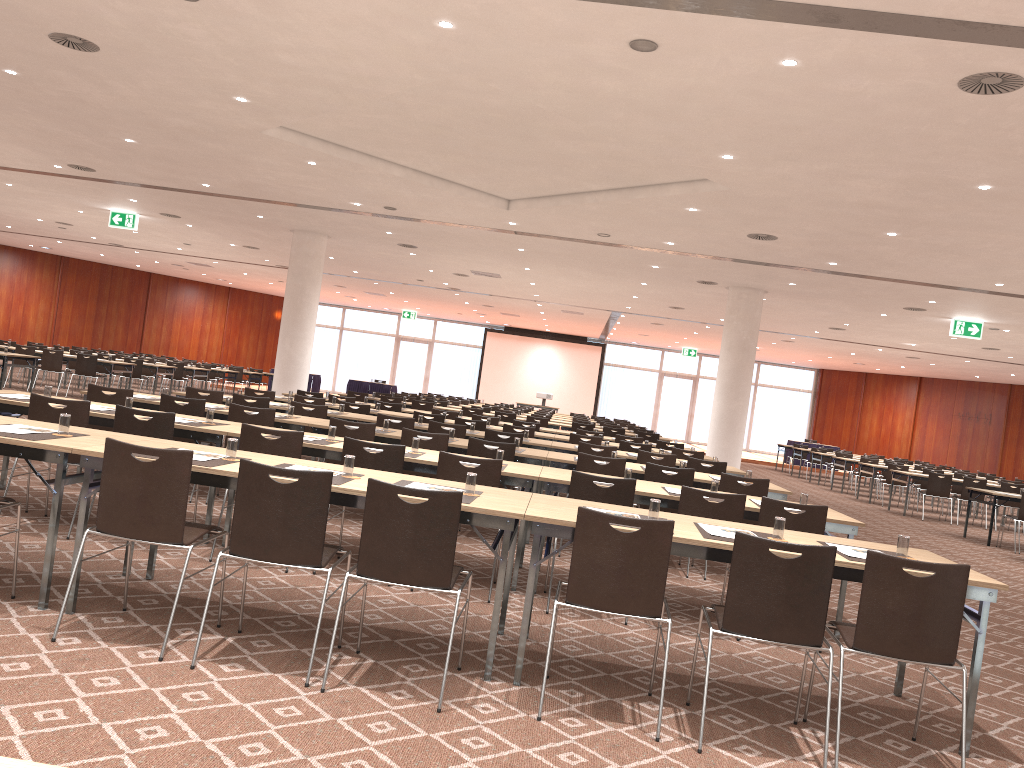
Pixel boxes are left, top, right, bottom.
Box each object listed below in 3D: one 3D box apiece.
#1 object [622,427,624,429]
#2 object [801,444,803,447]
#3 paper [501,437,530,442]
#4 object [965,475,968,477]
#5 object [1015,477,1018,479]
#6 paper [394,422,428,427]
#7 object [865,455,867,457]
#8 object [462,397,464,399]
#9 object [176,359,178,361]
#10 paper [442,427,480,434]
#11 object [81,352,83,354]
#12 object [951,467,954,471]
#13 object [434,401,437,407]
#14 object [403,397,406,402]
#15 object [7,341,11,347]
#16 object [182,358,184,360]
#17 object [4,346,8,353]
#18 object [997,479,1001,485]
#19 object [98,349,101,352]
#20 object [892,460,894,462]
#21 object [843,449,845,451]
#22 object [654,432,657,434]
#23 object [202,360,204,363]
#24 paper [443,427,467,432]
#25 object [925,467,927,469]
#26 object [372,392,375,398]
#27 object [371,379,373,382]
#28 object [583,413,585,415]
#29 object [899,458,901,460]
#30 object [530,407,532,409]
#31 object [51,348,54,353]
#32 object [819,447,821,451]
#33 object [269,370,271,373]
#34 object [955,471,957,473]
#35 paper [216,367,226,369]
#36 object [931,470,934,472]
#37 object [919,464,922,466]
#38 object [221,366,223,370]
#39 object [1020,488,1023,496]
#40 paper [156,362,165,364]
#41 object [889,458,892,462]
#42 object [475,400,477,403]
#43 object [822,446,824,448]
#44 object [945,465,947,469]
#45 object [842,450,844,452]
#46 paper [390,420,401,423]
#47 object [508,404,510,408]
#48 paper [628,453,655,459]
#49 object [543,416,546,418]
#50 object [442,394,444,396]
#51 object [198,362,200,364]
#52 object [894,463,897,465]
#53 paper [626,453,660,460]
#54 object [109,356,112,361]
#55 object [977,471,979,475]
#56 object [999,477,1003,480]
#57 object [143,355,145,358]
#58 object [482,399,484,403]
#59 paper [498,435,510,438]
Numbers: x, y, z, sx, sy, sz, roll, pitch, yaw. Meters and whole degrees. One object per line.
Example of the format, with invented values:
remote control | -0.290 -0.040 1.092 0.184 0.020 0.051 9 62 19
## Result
object | 2.258 0.936 18.071 0.054 0.114 0.054 8 0 38
object | 9.032 1.916 27.652 0.054 0.114 0.054 8 0 -7
paper | -0.019 0.645 10.602 0.460 0.003 0.565 8 0 2
object | 9.021 1.865 17.624 0.054 0.114 0.054 8 0 -30
object | 12.180 2.318 21.424 0.054 0.114 0.054 8 0 -30
paper | -1.275 0.473 10.685 0.460 0.003 0.565 8 0 5
object | 9.422 1.949 23.610 0.054 0.114 0.054 8 0 -7
object | -1.576 0.459 28.352 0.054 0.114 0.054 8 0 38
object | -9.394 -0.635 24.858 0.054 0.114 0.054 8 0 -7
paper | -0.643 0.559 10.619 0.460 0.003 0.565 8 0 5
object | -9.137 -0.629 18.834 0.054 0.114 0.054 8 0 -30
object | 11.656 2.256 23.456 0.054 0.114 0.054 8 0 -30
object | -1.579 0.409 18.321 0.054 0.114 0.054 8 0 38
object | -2.223 0.320 18.378 0.054 0.114 0.054 8 0 38
object | -10.743 -0.850 18.942 0.054 0.114 0.054 8 0 38
object | -10.738 -0.799 28.947 0.054 0.114 0.054 8 0 -30
object | -8.721 -0.589 15.289 0.054 0.114 0.054 8 0 -7
object | 9.664 1.953 17.593 0.054 0.114 0.054 8 0 -30
object | -11.631 -0.942 25.002 0.054 0.114 0.054 8 0 -30
object | 9.291 1.922 21.621 0.054 0.114 0.054 8 0 -7
object | 10.324 2.093 27.562 0.054 0.114 0.054 8 0 -7
object | 2.913 1.026 18.023 0.054 0.114 0.054 8 0 -30
object | -10.084 -0.710 28.911 0.054 0.114 0.054 8 0 -30
paper | -0.681 0.551 10.704 0.283 0.006 0.398 8 0 2
object | 9.156 1.893 19.627 0.054 0.114 0.054 8 0 -30
object | -2.869 0.232 18.422 0.054 0.114 0.054 8 0 -30
object | -5.050 -0.131 31.940 0.054 0.114 0.054 8 0 15
object | 2.284 0.989 28.100 0.054 0.114 0.054 8 0 38
object | 11.152 2.197 25.495 0.054 0.114 0.054 8 0 -30
object | 0.548 0.741 26.206 0.054 0.114 0.054 8 0 38
object | -9.781 -0.717 18.879 0.054 0.114 0.054 8 0 -30
object | 8.903 1.888 25.654 0.054 0.114 0.054 8 0 -7
object | -7.846 -0.402 28.765 0.054 0.114 0.054 8 0 -7
object | 9.799 1.981 19.582 0.054 0.114 0.054 8 0 -30
paper | -8.843 -0.494 26.760 0.283 0.006 0.398 8 0 4
object | 8.380 1.777 17.669 0.054 0.114 0.054 8 0 -30
object | 9.935 2.010 21.573 0.054 0.114 0.054 8 0 -7
object | -8.102 -0.457 24.771 0.054 0.114 0.054 8 0 -7
object | 8.160 1.729 14.185 0.054 0.114 0.054 8 0 -7
paper | -9.099 -0.548 22.815 0.283 0.006 0.398 8 0 2
object | 10.056 2.036 23.568 0.054 0.114 0.054 8 0 -7
object | -1.061 0.520 26.314 0.054 0.114 0.054 8 0 38
object | 9.670 2.003 27.598 0.054 0.114 0.054 8 0 -7
object | 12.433 2.373 25.418 0.054 0.114 0.054 8 0 -30
object | 9.542 1.976 25.607 0.054 0.114 0.054 8 0 -7
paper | -1.342 0.460 10.770 0.283 0.006 0.398 8 0 5
object | -0.094 0.653 26.254 0.054 0.114 0.054 8 0 38
paper | 1.542 0.856 10.553 0.283 0.006 0.398 8 0 1
object | 0.661 0.717 18.177 0.054 0.114 0.054 8 0 -30
object | -2.216 0.371 28.386 0.054 0.114 0.054 8 0 -30
object | -8.752 -0.546 24.805 0.054 0.114 0.054 8 0 -7
object | 8.504 1.804 19.667 0.054 0.114 0.054 8 0 -30
paper | 1.590 0.866 10.492 0.460 0.003 0.565 8 0 3
object | -8.508 -0.543 18.780 0.054 0.114 0.054 8 0 -30
object | 12.306 2.346 23.422 0.054 0.114 0.054 8 0 -30
object | 10.763 2.114 19.525 0.054 0.114 0.054 8 0 38
object | -10.352 -0.766 24.917 0.054 0.114 0.054 8 0 -30
object | -0.922 0.549 28.310 0.054 0.114 0.054 8 0 38
paper | -0.068 0.635 10.668 0.283 0.006 0.398 8 0 4
